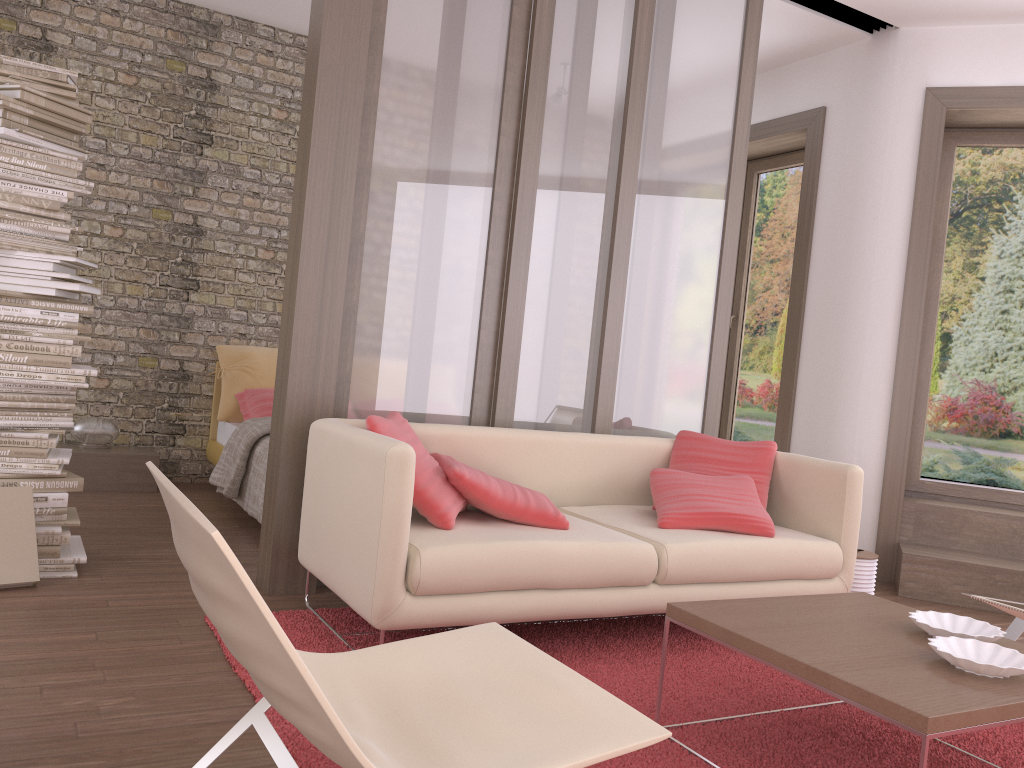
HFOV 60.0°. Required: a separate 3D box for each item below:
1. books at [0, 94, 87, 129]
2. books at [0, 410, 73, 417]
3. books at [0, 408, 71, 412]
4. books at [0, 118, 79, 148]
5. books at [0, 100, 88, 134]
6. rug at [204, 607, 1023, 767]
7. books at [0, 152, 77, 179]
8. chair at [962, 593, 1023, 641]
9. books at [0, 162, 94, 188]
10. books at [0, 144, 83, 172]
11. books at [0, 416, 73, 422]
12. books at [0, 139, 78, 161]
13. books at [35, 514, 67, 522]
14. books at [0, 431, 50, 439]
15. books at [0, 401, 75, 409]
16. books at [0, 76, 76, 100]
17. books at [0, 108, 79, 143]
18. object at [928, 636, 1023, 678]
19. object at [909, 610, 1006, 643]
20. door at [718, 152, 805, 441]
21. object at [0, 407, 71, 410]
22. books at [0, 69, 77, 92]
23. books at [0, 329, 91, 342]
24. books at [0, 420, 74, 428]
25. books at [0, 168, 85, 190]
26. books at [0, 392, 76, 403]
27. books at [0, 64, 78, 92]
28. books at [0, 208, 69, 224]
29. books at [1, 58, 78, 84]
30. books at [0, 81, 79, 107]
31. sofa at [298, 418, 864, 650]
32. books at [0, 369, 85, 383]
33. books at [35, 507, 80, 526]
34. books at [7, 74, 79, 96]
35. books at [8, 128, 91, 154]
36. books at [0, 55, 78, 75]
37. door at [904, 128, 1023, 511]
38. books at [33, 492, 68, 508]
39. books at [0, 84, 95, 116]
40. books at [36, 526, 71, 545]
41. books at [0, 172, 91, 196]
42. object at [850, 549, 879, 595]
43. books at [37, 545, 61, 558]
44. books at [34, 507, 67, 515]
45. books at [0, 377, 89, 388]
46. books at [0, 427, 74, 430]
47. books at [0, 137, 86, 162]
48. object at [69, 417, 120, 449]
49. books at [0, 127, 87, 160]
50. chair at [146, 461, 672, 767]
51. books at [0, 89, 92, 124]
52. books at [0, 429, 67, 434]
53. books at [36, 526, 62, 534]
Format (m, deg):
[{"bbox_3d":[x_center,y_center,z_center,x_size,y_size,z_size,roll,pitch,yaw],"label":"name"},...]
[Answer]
[{"bbox_3d":[-2.026,-1.124,3.666,0.248,0.019,0.435,6,1,20],"label":"books"},{"bbox_3d":[-2.127,0.107,3.662,0.296,0.018,0.488,7,1,40],"label":"books"},{"bbox_3d":[-2.101,0.095,3.708,0.274,0.008,0.385,7,1,40],"label":"books"},{"bbox_3d":[-2.041,-1.038,3.704,0.211,0.036,0.371,6,1,20],"label":"books"},{"bbox_3d":[-2.019,-1.102,3.675,0.259,0.019,0.412,6,1,20],"label":"books"},{"bbox_3d":[0.956,1.073,2.505,2.938,0.016,3.344,5,1,-29],"label":"rug"},{"bbox_3d":[-2.063,-0.900,3.649,0.315,0.035,0.401,7,1,40],"label":"books"},{"bbox_3d":[2.133,0.805,3.071,0.853,0.762,0.739,5,1,-30],"label":"chair"},{"bbox_3d":[-2.036,-0.869,3.704,0.324,0.019,0.434,7,1,40],"label":"books"},{"bbox_3d":[-2.063,-0.937,3.676,0.323,0.035,0.416,7,1,40],"label":"books"},{"bbox_3d":[-2.101,0.127,3.692,0.300,0.018,0.405,7,1,40],"label":"books"},{"bbox_3d":[-2.055,-0.962,3.652,0.306,0.015,0.392,7,1,40],"label":"books"},{"bbox_3d":[-2.138,0.522,3.638,0.469,0.028,0.368,5,1,-44],"label":"books"},{"bbox_3d":[-2.142,0.189,3.661,0.422,0.016,0.330,5,1,-25],"label":"books"},{"bbox_3d":[-2.088,0.071,3.691,0.310,0.024,0.396,7,1,40],"label":"books"},{"bbox_3d":[-2.005,-1.223,3.697,0.327,0.023,0.198,5,1,-30],"label":"books"},{"bbox_3d":[-2.037,-1.076,3.704,0.211,0.036,0.371,6,1,20],"label":"books"},{"bbox_3d":[1.177,0.694,2.227,0.251,0.043,0.249,6,1,30],"label":"object"},{"bbox_3d":[1.251,0.696,2.499,0.251,0.043,0.249,5,1,-18],"label":"object"},{"bbox_3d":[1.671,-0.558,6.713,0.117,2.221,1.750,5,1,-30],"label":"door"},{"bbox_3d":[-2.097,0.087,3.687,0.243,0.008,0.413,7,1,40],"label":"object"},{"bbox_3d":[-1.990,-1.253,3.701,0.303,0.015,0.202,5,1,-30],"label":"books"},{"bbox_3d":[-2.085,-0.219,3.737,0.542,0.020,0.320,5,1,-30],"label":"books"},{"bbox_3d":[-2.096,0.149,3.693,0.310,0.024,0.396,7,1,40],"label":"books"},{"bbox_3d":[-2.067,-0.849,3.661,0.306,0.022,0.470,7,1,40],"label":"books"},{"bbox_3d":[-2.085,0.042,3.691,0.310,0.033,0.396,7,1,40],"label":"books"},{"bbox_3d":[-1.978,-1.276,3.710,0.260,0.029,0.193,6,1,-15],"label":"books"},{"bbox_3d":[-2.083,-0.703,3.659,0.233,0.009,0.395,7,1,35],"label":"books"},{"bbox_3d":[-1.971,-1.294,3.701,0.277,0.008,0.216,5,1,-30],"label":"books"},{"bbox_3d":[-1.991,-1.197,3.703,0.201,0.023,0.272,7,1,40],"label":"books"},{"bbox_3d":[0.331,0.610,3.651,2.204,0.751,0.919,5,1,-30],"label":"sofa"},{"bbox_3d":[-2.134,-0.055,3.701,0.612,0.028,0.399,5,1,-30],"label":"books"},{"bbox_3d":[-2.101,0.548,3.677,0.542,0.020,0.320,5,1,-30],"label":"books"},{"bbox_3d":[-1.983,-1.239,3.716,0.258,0.010,0.183,5,1,-44],"label":"books"},{"bbox_3d":[-2.006,-1.012,3.700,0.284,0.010,0.351,6,1,20],"label":"books"},{"bbox_3d":[-1.988,-1.308,3.697,0.313,0.014,0.204,5,1,-30],"label":"books"},{"bbox_3d":[3.360,-0.354,5.182,1.800,2.275,0.142,6,1,20],"label":"door"},{"bbox_3d":[-2.125,0.451,3.624,0.469,0.057,0.364,5,1,-44],"label":"books"},{"bbox_3d":[-1.990,-1.178,3.690,0.287,0.012,0.366,6,1,20],"label":"books"},{"bbox_3d":[-2.136,0.599,3.661,0.542,0.046,0.421,5,1,-30],"label":"books"},{"bbox_3d":[-2.027,-0.827,3.673,0.324,0.012,0.416,7,1,40],"label":"books"},{"bbox_3d":[1.543,0.928,4.082,0.239,0.341,0.239,6,1,3],"label":"object"},{"bbox_3d":[-2.149,0.646,3.627,0.522,0.046,0.410,5,1,-30],"label":"books"},{"bbox_3d":[-2.107,0.496,3.616,0.442,0.025,0.346,5,1,-44],"label":"books"},{"bbox_3d":[-2.079,-0.026,3.696,0.542,0.016,0.423,5,1,-30],"label":"books"},{"bbox_3d":[-2.099,0.165,3.683,0.322,0.006,0.413,7,1,40],"label":"books"},{"bbox_3d":[-2.042,-0.977,3.695,0.245,0.015,0.416,7,1,40],"label":"books"},{"bbox_3d":[-2.676,0.310,5.690,0.296,0.199,0.211,5,1,-32],"label":"object"},{"bbox_3d":[-2.025,-0.995,3.679,0.266,0.026,0.404,6,1,20],"label":"books"},{"bbox_3d":[-0.245,0.590,1.719,0.860,0.767,0.739,5,1,-30],"label":"chair"},{"bbox_3d":[-1.996,-1.152,3.700,0.275,0.036,0.351,6,1,20],"label":"books"},{"bbox_3d":[-2.108,0.175,3.698,0.448,0.016,0.264,5,1,-25],"label":"books"},{"bbox_3d":[-2.137,0.565,3.629,0.510,0.020,0.399,5,1,-30],"label":"books"}]
